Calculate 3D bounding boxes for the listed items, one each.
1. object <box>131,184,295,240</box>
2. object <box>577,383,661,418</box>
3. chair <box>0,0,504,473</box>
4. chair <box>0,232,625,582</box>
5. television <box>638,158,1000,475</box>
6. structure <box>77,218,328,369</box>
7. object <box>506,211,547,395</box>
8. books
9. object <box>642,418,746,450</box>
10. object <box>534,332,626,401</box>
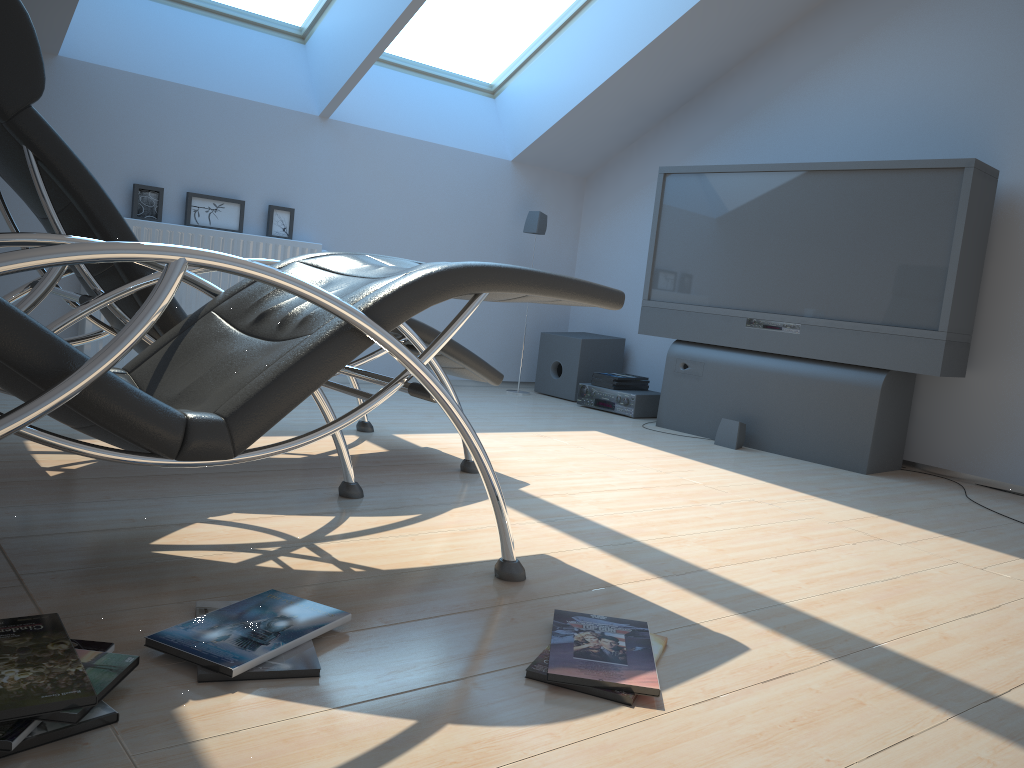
[{"bbox_3d":[-1.544,-0.889,4.644,0.846,0.180,0.030,2,8,-39],"label":"object"},{"bbox_3d":[0.681,0.097,5.435,0.358,0.138,0.450,1,8,-44],"label":"object"},{"bbox_3d":[-0.930,-0.379,2.913,1.938,1.251,0.836,2,8,-39],"label":"chair"},{"bbox_3d":[-0.734,-0.096,1.858,2.114,0.953,0.836,2,8,-39],"label":"chair"},{"bbox_3d":[1.442,-0.383,4.592,0.400,1.446,1.686,1,8,-44],"label":"television"},{"bbox_3d":[-1.555,-0.406,4.694,1.324,0.800,0.120,2,8,-39],"label":"structure"},{"bbox_3d":[0.105,-0.523,5.762,0.158,1.181,0.160,2,8,-39],"label":"object"},{"bbox_3d":[0.301,0.247,3.249,1.045,0.222,4.790,8,6,18],"label":"books"},{"bbox_3d":[0.903,0.178,4.955,0.394,0.141,1.163,5,6,-11],"label":"object"},{"bbox_3d":[0.448,-0.125,5.893,0.401,0.424,0.400,2,8,-39],"label":"object"}]
